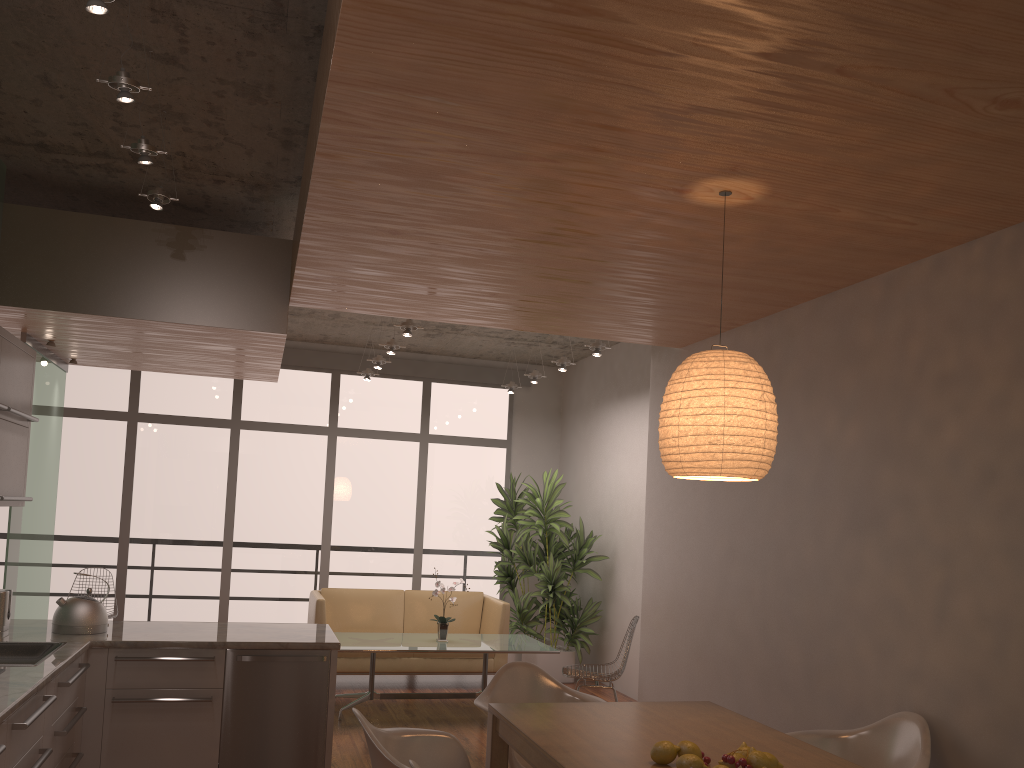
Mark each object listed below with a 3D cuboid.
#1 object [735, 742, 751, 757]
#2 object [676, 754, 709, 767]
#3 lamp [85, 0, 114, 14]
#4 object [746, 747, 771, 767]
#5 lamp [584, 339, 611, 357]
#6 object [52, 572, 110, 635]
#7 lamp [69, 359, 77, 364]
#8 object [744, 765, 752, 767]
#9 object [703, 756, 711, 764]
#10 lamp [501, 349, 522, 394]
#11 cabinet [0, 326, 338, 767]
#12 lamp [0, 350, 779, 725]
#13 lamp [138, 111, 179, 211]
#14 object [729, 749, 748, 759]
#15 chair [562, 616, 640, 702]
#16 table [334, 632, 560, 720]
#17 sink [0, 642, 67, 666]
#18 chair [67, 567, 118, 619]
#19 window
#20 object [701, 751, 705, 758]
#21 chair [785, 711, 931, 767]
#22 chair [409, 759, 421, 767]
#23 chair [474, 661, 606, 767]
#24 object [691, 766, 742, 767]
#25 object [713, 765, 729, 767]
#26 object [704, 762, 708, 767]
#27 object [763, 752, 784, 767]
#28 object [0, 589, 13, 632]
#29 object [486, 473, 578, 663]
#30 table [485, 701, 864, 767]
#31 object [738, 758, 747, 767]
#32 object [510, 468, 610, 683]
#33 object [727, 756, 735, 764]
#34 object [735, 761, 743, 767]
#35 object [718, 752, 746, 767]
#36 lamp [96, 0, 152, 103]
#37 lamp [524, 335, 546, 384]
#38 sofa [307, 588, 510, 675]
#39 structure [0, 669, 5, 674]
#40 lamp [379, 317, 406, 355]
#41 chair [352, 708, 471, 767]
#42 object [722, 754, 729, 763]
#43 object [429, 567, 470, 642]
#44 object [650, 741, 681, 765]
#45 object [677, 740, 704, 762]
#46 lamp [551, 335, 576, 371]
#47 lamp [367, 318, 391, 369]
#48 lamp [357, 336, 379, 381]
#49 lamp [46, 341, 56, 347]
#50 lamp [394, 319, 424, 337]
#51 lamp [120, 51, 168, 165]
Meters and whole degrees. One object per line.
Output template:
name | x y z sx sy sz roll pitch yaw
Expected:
object | 0.750 1.203 2.836 0.072 0.100 0.074 1 -5 19
object | 0.555 1.184 2.736 0.081 0.071 0.083 6 -7 -26
lamp | -1.147 -1.268 2.458 0.103 0.467 0.153 0 -5 41
object | 0.767 1.182 2.746 0.074 0.093 0.076 4 -5 -8
lamp | 0.696 -0.464 7.086 0.134 0.480 0.199 0 -5 41
object | -2.216 1.124 4.548 0.262 0.303 0.264 3 -6 0
lamp | -3.285 -0.383 6.651 0.103 0.467 0.154 6 -5 -43
object | 0.726 1.184 2.714 0.026 0.026 0.024 5 -6 -16
object | 0.641 1.238 2.904 0.026 0.023 0.026 4 -6 -12
lamp | 0.004 -0.138 9.450 0.134 0.480 0.199 0 -5 41
cabinet | -1.422 0.839 3.021 1.914 2.258 4.283 4 -8 -16
lamp | -0.947 0.583 3.794 3.216 1.338 3.095 5 -8 -16
lamp | -1.627 -1.042 4.097 0.103 0.467 0.153 0 -5 41
object | 0.711 1.162 2.767 0.065 0.021 0.070 -3 -10 34
chair | 0.657 2.180 6.629 0.561 0.895 0.547 2 -5 4
table | -0.659 2.364 7.147 1.870 0.556 0.948 5 -8 -16
sink | -2.303 1.144 3.785 0.616 0.380 0.648 5 -8 -16
chair | -4.087 2.235 8.505 0.543 0.895 0.565 4 -5 -16
window | -3.956 1.111 9.076 8.560 3.261 0.062 5 -4 -16
object | 0.635 1.248 2.969 0.026 0.023 0.026 5 -7 -23
chair | 1.346 1.770 3.580 0.643 0.855 0.689 4 -6 -16
chair | -0.011 1.561 2.641 0.643 0.855 0.689 5 -6 -21
chair | 0.159 1.807 4.203 0.685 0.856 0.647 6 -6 -31
object | 0.637 1.170 2.576 0.174 0.060 0.176 5 -8 -16
object | 0.610 1.143 2.562 0.083 0.071 0.080 8 -8 -39
object | 0.614 1.223 2.823 0.026 0.026 0.024 5 -6 -16
object | 0.805 1.207 2.804 0.081 0.071 0.083 6 -7 -26
object | -2.651 1.135 4.431 0.237 0.201 0.154 5 -5 -16
object | 0.240 2.002 9.530 1.080 2.092 0.973 3 -4 2
table | 0.665 1.643 2.807 1.026 0.803 2.092 5 -8 -16
object | 0.710 1.164 2.716 0.024 0.026 0.026 7 -7 -35
object | 0.444 1.913 8.885 0.966 2.092 1.088 3 -4 -3
object | 0.680 1.166 2.737 0.026 0.026 0.024 1 -6 16
object | 0.702 1.178 2.727 0.024 0.026 0.026 7 -7 -35
object | 0.703 1.200 2.783 0.079 0.074 0.084 -2 -8 37
lamp | -1.307 -1.193 3.004 0.103 0.467 0.153 0 -5 41
lamp | 0.235 -0.247 8.662 0.134 0.480 0.199 0 -5 41
sofa | -1.002 2.398 8.387 1.801 0.832 0.886 5 -6 -16
structure | -2.119 1.035 3.067 0.489 0.038 0.682 5 -9 -16
lamp | -1.002 -0.490 7.458 0.134 0.480 0.199 0 -5 41
chair | -0.298 1.646 3.297 0.643 0.855 0.689 5 -6 -21
object | 0.670 1.172 2.764 0.026 0.026 0.025 -2 -8 41
object | -0.542 1.797 7.174 0.298 0.586 0.373 4 -5 -21
object | 0.495 1.203 2.880 0.078 0.077 0.081 6 -7 -30
object | 0.580 1.208 2.888 0.078 0.077 0.081 8 -8 -41
lamp | 0.465 -0.355 7.874 0.134 0.480 0.199 0 -5 41
lamp | -1.233 -0.382 8.246 0.134 0.480 0.199 0 -5 41
lamp | -1.464 -0.273 9.034 0.134 0.480 0.199 0 -5 41
lamp | -3.070 -0.484 5.919 0.103 0.467 0.154 6 -5 -43
lamp | -0.771 -0.599 6.670 0.134 0.480 0.199 0 -5 41
lamp | -1.467 -1.117 3.550 0.103 0.467 0.153 0 -5 41
